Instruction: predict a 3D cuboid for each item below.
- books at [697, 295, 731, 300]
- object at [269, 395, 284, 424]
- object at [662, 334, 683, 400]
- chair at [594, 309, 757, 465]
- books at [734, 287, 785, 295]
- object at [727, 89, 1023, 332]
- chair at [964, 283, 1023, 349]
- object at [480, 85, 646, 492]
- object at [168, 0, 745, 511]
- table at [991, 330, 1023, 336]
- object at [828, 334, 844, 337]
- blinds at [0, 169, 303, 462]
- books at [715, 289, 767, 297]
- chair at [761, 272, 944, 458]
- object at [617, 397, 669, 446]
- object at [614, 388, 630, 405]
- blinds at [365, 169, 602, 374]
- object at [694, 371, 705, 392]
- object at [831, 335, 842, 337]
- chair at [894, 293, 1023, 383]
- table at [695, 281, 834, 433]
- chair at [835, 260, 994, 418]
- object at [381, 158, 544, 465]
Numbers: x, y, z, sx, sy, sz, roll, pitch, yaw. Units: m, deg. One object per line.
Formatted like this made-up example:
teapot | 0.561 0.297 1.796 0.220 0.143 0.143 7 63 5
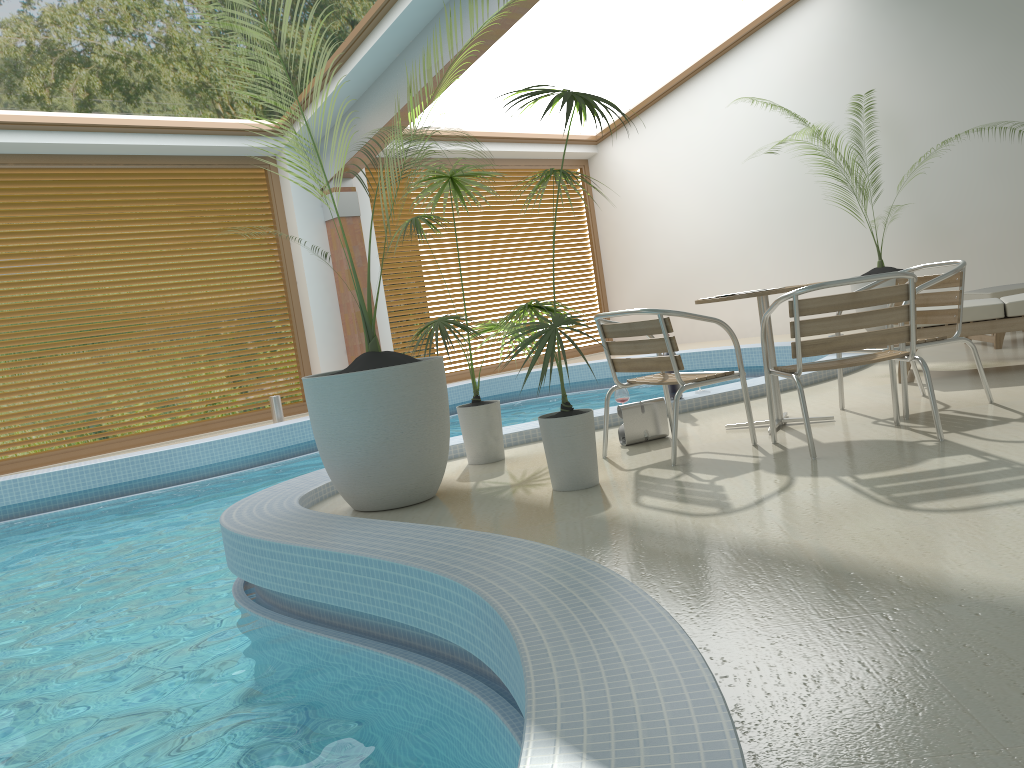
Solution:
books | 1.126 -0.472 4.772 0.241 0.004 0.166 -8 4 0
object | -2.424 0.283 9.151 0.115 0.320 0.115 -8 4 7
object | 1.049 -0.116 5.861 0.109 0.435 0.109 -9 4 -7
chair | 0.781 -0.034 4.398 0.563 0.727 0.618 -11 5 -29
books | 1.273 -0.480 4.606 0.241 0.004 0.166 -8 4 0
object | 3.998 -2.044 9.547 2.979 2.960 2.729 -7 5 13
chair | 4.560 -0.848 6.806 1.903 0.866 0.861 -8 4 11
object | 0.236 -0.392 3.824 0.791 1.695 1.059 -9 4 -6
object | -0.651 -0.938 4.223 2.729 2.960 2.979 -10 5 -24
table | 4.305 -0.577 7.788 0.283 0.255 0.320 -8 4 11
object | 3.089 -0.434 8.449 0.140 0.069 0.140 -7 5 18
blinds | -4.159 -0.808 9.305 4.200 2.921 0.095 -12 6 -41
books | 1.202 -0.480 4.685 0.241 0.004 0.166 -8 4 0
chair | 1.495 -0.108 3.992 0.618 0.727 0.563 -8 4 1
object | 0.711 0.203 4.848 0.272 0.223 0.081 -10 5 -21
object | 0.724 0.087 5.831 0.102 0.137 0.102 -11 5 -33
blinds | -0.350 -1.641 12.729 4.414 2.921 0.095 -12 6 -41
object | 1.289 -0.019 6.116 0.102 0.137 0.102 -11 5 -33
object | 3.026 -0.411 8.279 0.140 0.069 0.140 -7 5 18
chair | 3.390 -0.571 5.483 1.903 0.866 0.861 -6 5 27
table | 1.372 -0.136 4.712 0.700 0.720 0.700 -10 5 -22
chair | 2.050 -0.243 4.654 0.563 0.727 0.618 -9 4 -9
object | -0.296 -0.405 5.006 0.791 1.695 1.059 -5 5 36
